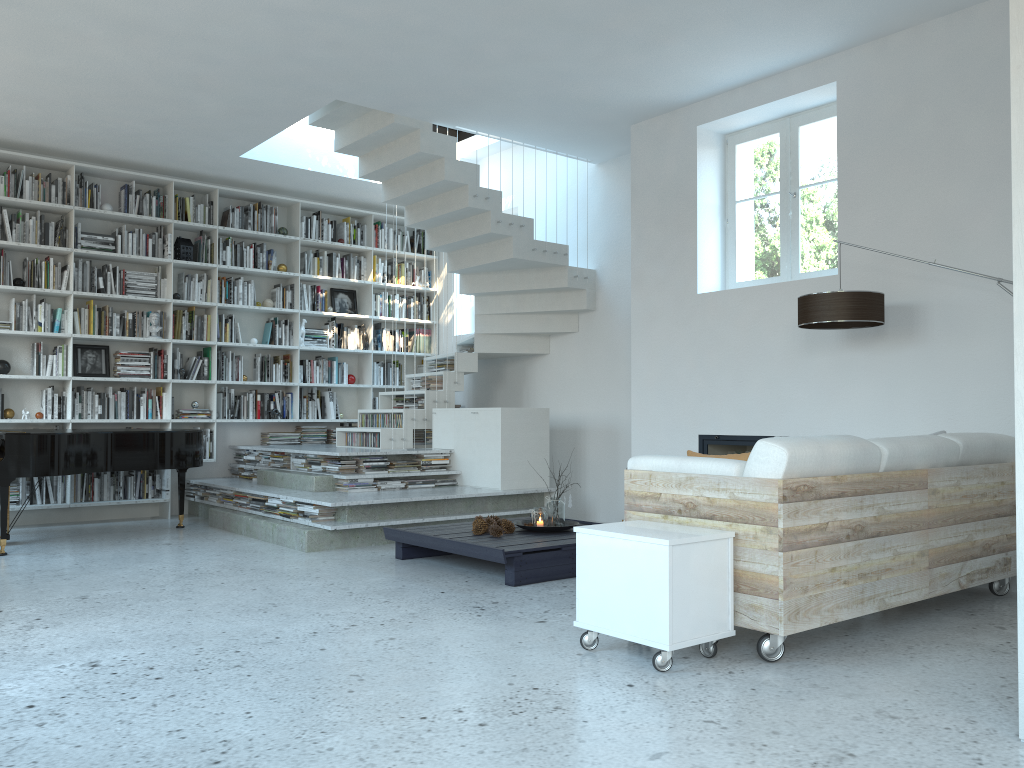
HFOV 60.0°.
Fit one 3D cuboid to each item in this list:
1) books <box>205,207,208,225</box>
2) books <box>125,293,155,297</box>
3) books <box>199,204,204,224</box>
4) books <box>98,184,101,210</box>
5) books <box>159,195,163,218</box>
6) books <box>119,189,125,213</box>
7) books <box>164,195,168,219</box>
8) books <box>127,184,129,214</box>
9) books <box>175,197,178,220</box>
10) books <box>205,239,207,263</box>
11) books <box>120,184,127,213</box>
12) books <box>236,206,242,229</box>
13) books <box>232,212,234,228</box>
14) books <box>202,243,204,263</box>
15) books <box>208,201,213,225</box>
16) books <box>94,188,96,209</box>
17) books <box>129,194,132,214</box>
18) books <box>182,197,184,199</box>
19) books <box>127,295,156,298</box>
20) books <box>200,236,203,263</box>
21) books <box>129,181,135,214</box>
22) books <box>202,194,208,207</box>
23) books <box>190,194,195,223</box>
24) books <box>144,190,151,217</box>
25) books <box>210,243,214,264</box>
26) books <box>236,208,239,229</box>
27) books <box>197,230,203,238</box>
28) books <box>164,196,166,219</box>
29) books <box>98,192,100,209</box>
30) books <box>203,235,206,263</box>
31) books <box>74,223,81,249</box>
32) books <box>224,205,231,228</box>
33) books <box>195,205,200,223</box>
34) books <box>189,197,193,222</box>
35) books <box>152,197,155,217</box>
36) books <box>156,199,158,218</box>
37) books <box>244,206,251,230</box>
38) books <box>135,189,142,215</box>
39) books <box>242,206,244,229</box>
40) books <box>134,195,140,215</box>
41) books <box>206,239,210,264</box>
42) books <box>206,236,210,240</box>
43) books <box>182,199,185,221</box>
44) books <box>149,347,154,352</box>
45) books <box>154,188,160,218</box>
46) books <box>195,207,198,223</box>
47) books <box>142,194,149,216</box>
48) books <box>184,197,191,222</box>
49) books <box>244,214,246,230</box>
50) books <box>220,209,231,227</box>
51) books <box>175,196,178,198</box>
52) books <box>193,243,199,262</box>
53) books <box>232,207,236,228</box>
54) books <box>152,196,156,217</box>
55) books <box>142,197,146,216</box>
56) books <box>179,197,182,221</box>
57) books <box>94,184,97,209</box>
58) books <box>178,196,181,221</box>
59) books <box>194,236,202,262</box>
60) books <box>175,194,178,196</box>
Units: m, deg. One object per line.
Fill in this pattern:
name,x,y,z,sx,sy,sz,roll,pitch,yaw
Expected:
books,-2.970,-1.593,8.545,0.022,0.194,0.182,1,-2,-39
books,-3.435,-0.808,8.157,0.254,0.012,0.161,2,-3,-36
books,-3.002,-1.604,8.503,0.031,0.213,0.169,1,-2,-39
books,-3.711,-1.648,7.950,0.011,0.256,0.143,1,-2,-39
books,-3.299,-1.628,8.283,0.028,0.244,0.161,1,-2,-39
books,-3.560,-1.637,8.085,0.012,0.245,0.151,1,-2,-39
books,-3.263,-1.633,8.322,0.022,0.257,0.136,1,-2,-39
books,-3.526,-1.662,8.100,0.011,0.296,0.157,1,-2,-39
books,-3.181,-1.623,8.349,0.007,0.239,0.191,1,-2,-39
books,-2.969,-1.258,8.529,0.005,0.255,0.158,1,-2,-39
books,-3.539,-1.661,8.080,0.014,0.292,0.176,1,-2,-39
books,-2.713,-1.615,8.756,0.030,0.255,0.161,1,-2,-39
books,-2.768,-1.581,8.711,0.009,0.183,0.160,1,-2,-39
books,-3.002,-1.239,8.518,0.024,0.217,0.169,1,-2,-39
books,-2.931,-1.622,8.557,0.029,0.253,0.186,1,-2,-39
books,-3.743,-1.630,7.924,0.016,0.219,0.144,1,-2,-39
books,-3.518,-1.617,8.122,0.031,0.208,0.146,1,-2,-39
books,-3.148,-1.633,8.431,0.007,0.264,0.133,1,-2,-39
books,-3.434,-0.796,8.155,0.254,0.012,0.161,2,-3,-43
books,-3.003,-1.268,8.499,0.022,0.272,0.181,1,-2,-39
books,-3.488,-1.679,8.118,0.010,0.331,0.186,1,-2,-39
books,-2.967,-1.660,8.571,0.012,0.329,0.128,1,-2,-39
books,-3.058,-1.648,8.466,0.010,0.297,0.167,1,-2,-39
books,-3.372,-1.645,8.203,0.010,0.270,0.180,1,-2,-39
books,-2.919,-1.237,8.551,0.008,0.213,0.223,1,-2,-39
books,-2.736,-1.601,8.738,0.028,0.226,0.163,1,-2,-39
books,-3.006,-1.301,8.516,0.025,0.339,0.143,1,-2,-39
books,-3.273,-1.625,8.305,0.014,0.238,0.153,1,-2,-39
books,-3.723,-1.613,7.948,0.010,0.186,0.152,1,-2,-39
books,-2.980,-1.275,8.509,0.021,0.288,0.179,1,-2,-39
books,-3.837,-1.282,7.818,0.021,0.249,0.191,1,-2,-39
books,-2.788,-1.612,8.686,0.009,0.244,0.173,1,-2,-39
books,-3.026,-1.599,8.488,0.024,0.201,0.180,1,-2,-39
books,-3.084,-1.636,8.467,0.030,0.274,0.151,1,-2,-39
books,-3.345,-1.610,8.215,0.023,0.202,0.193,1,-2,-39
books,-3.334,-1.609,8.273,0.014,0.204,0.135,1,-2,-39
books,-2.636,-1.615,8.791,0.028,0.258,0.185,1,-2,-39
books,-3.449,-1.645,8.178,0.028,0.270,0.140,1,-2,-39
books,-2.695,-1.615,8.774,0.021,0.256,0.169,1,-2,-39
books,-3.468,-1.617,8.140,0.050,0.211,0.173,1,-2,-39
books,-2.943,-1.255,8.532,0.013,0.248,0.186,1,-2,-39
books,-2.945,-1.275,8.575,0.005,0.292,0.130,1,-2,-39
books,-3.134,-1.619,8.396,0.015,0.233,0.171,1,-2,-39
books,-3.350,-0.187,8.237,0.011,0.299,0.130,1,-2,-39
books,-3.320,-1.661,8.277,0.012,0.308,0.138,1,-2,-39
books,-3.043,-1.589,8.473,0.022,0.180,0.173,1,-2,-39
books,-3.394,-1.628,8.204,0.023,0.236,0.154,1,-2,-39
books,-3.104,-1.628,8.425,0.054,0.254,0.191,1,-2,-39
books,-2.685,-1.581,8.803,0.031,0.190,0.132,1,-2,-39
books,-2.805,-1.594,8.663,0.046,0.206,0.183,1,-2,-39
books,-3.185,-1.633,8.365,0.006,0.259,0.166,1,-2,-39
books,-3.033,-1.239,8.498,0.019,0.213,0.156,1,-2,-39
books,-2.752,-1.604,8.709,0.013,0.229,0.174,1,-2,-39
books,-3.354,-1.624,8.265,0.026,0.233,0.137,1,-2,-39
books,-3.413,-1.612,8.182,0.033,0.203,0.166,1,-2,-39
books,-3.154,-1.633,8.403,0.008,0.262,0.142,1,-2,-39
books,-3.733,-1.648,7.929,0.005,0.255,0.168,1,-2,-39
books,-3.165,-1.633,8.383,0.034,0.261,0.157,1,-2,-39
books,-3.007,-1.269,8.478,0.021,0.272,0.190,1,-2,-39
books,-3.187,-1.642,8.378,0.007,0.279,0.150,1,-2,-39
